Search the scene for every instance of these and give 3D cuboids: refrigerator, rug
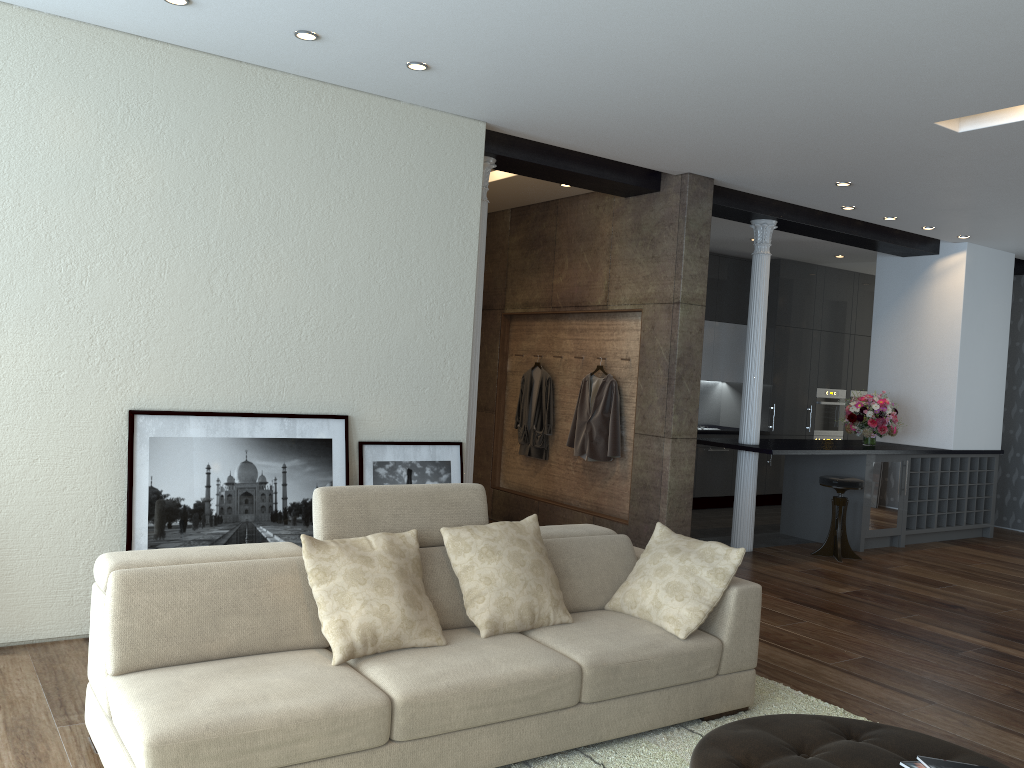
[{"bbox_3d":[3.479,1.037,8.281,0.578,0.774,0.075,3,1,-30],"label":"refrigerator"},{"bbox_3d":[0.304,1.446,2.012,4.231,0.020,2.972,3,1,-34],"label":"rug"}]

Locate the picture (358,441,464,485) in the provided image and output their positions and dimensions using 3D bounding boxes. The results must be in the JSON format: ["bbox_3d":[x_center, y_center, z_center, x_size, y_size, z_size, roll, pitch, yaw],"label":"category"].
[{"bbox_3d":[-0.586,0.846,5.303,0.700,0.988,0.195,3,1,-34],"label":"picture"}]

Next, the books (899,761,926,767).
[{"bbox_3d":[1.289,1.135,2.500,0.219,0.031,0.300,3,1,-19],"label":"books"}]

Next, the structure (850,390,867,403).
[{"bbox_3d":[4.491,0.308,11.900,0.595,0.452,0.528,3,1,-34],"label":"structure"}]

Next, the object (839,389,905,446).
[{"bbox_3d":[3.504,0.328,8.659,0.544,0.552,0.570,3,1,-28],"label":"object"}]

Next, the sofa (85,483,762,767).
[{"bbox_3d":[-0.229,0.919,3.595,2.581,0.950,1.021,3,1,-34],"label":"sofa"}]

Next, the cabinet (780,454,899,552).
[{"bbox_3d":[3.209,1.074,8.623,0.642,0.897,0.900,3,1,-34],"label":"cabinet"}]

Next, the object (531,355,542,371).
[{"bbox_3d":[0.232,-0.157,8.123,0.010,0.219,0.430,3,1,-34],"label":"object"}]

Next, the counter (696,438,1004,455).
[{"bbox_3d":[3.379,0.614,8.711,3.700,0.040,1.000,3,1,-34],"label":"counter"}]

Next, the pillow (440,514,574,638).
[{"bbox_3d":[-0.019,0.800,3.747,0.534,0.439,0.301,3,1,-38],"label":"pillow"}]

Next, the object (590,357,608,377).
[{"bbox_3d":[0.730,-0.113,7.371,0.010,0.219,0.430,3,1,-34],"label":"object"}]

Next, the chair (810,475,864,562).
[{"bbox_3d":[4.054,1.424,4.608,16.134,0.952,21.556,3,1,-34],"label":"chair"}]

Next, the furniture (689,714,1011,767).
[{"bbox_3d":[1.030,1.296,2.526,1.057,0.355,1.057,3,1,-32],"label":"furniture"}]

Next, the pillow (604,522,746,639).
[{"bbox_3d":[0.740,0.866,3.980,0.395,0.393,0.518,3,1,-38],"label":"pillow"}]

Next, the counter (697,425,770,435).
[{"bbox_3d":[1.381,0.588,9.952,3.597,0.223,0.807,3,1,-34],"label":"counter"}]

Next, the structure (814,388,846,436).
[{"bbox_3d":[3.907,0.349,11.512,0.595,0.596,0.591,3,1,-34],"label":"structure"}]

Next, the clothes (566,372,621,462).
[{"bbox_3d":[0.687,0.273,7.378,0.173,0.735,0.700,3,1,-36],"label":"clothes"}]

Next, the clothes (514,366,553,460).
[{"bbox_3d":[0.189,0.254,8.126,0.141,0.855,0.569,3,1,-34],"label":"clothes"}]

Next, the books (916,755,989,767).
[{"bbox_3d":[1.316,1.129,2.500,0.220,0.040,0.301,4,1,1],"label":"books"}]

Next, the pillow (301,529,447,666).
[{"bbox_3d":[-0.528,0.785,3.385,0.519,0.416,0.368,3,1,-39],"label":"pillow"}]

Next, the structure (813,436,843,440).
[{"bbox_3d":[3.869,0.948,11.522,0.595,0.596,0.591,3,1,-34],"label":"structure"}]

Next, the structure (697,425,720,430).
[{"bbox_3d":[1.910,0.506,10.256,0.900,0.066,0.520,3,1,-34],"label":"structure"}]

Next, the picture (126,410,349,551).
[{"bbox_3d":[-1.415,0.729,4.715,1.183,1.140,0.225,3,1,-34],"label":"picture"}]

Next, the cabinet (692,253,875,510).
[{"bbox_3d":[3.002,-0.031,11.007,7.409,2.980,0.827,3,1,-34],"label":"cabinet"}]

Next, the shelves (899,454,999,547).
[{"bbox_3d":[4.174,1.124,9.284,1.700,0.897,0.900,3,1,-34],"label":"shelves"}]
